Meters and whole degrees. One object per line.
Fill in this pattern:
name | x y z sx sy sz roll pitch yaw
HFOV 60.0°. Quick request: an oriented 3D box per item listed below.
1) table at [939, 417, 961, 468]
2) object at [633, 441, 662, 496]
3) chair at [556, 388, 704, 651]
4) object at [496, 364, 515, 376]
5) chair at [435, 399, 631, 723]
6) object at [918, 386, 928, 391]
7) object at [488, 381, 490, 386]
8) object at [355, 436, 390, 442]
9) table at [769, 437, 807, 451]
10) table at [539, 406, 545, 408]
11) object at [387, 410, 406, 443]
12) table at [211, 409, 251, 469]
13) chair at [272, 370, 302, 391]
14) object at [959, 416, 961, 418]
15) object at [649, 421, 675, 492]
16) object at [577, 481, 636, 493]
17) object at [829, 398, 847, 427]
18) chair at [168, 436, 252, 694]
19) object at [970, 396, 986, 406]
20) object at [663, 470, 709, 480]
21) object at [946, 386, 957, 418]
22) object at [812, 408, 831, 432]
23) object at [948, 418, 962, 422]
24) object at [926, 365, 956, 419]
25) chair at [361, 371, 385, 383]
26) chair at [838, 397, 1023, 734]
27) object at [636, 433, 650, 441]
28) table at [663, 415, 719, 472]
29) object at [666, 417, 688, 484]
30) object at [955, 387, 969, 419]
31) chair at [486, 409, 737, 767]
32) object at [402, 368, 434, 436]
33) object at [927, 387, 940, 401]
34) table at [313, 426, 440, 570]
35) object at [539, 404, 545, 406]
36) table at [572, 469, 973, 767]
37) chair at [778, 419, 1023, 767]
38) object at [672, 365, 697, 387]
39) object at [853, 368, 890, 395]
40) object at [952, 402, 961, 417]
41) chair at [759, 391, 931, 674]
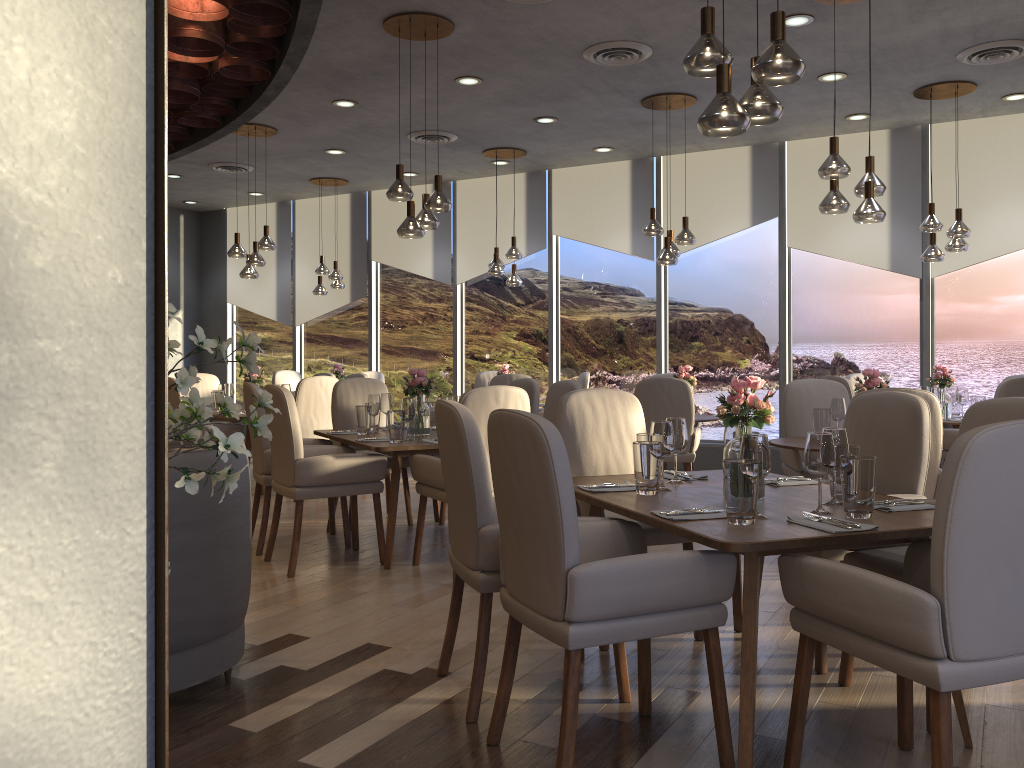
table | 3.320 0.598 6.820 0.834 0.662 0.834 0 1 16
object | 0.468 0.291 3.059 0.102 0.178 0.102 0 0 19
chair | 0.472 0.526 3.781 0.528 1.000 0.600 0 0 -17
object | -0.067 0.009 8.867 0.198 0.416 0.210 0 0 27
chair | 0.043 0.548 3.049 0.600 1.000 0.528 0 0 -17
object | 3.228 0.141 6.962 0.092 0.244 0.092 0 0 10
object | -0.201 0.097 8.781 0.092 0.244 0.092 0 0 -26
object | -0.763 0.315 5.091 0.255 0.019 0.157 -1 2 -26
table | 1.856 0.657 4.903 0.834 0.662 0.834 0 1 4
table | -0.072 0.547 8.859 0.834 0.662 0.834 0 1 28
object | -0.648 0.238 4.971 0.102 0.178 0.102 0 0 30
table | -2.317 0.577 7.967 0.965 0.666 1.307 -1 2 -44
chair | -2.575 0.333 10.700 0.600 1.000 0.528 0 0 43
object | 3.596 0.255 6.881 0.255 0.019 0.157 -1 2 -16
object | 0.532 0.255 3.147 0.092 0.244 0.092 0 0 25
object | 0.374 0.367 3.196 0.255 0.019 0.157 -1 2 -17
object | 1.849 0.201 5.029 0.092 0.244 0.092 0 0 23
chair | -1.237 0.629 3.146 0.595 0.837 0.774 -1 1 -41
object | 3.487 0.183 6.632 0.102 0.178 0.102 0 0 -35
object | 0.668 0.358 3.486 0.157 0.019 0.255 -1 2 -16
object | 3.438 0.141 6.934 0.092 0.244 0.092 0 0 32
object | 1.789 0.231 5.120 0.102 0.178 0.102 0 0 10
object | 3.341 0.265 6.553 0.157 0.019 0.255 0 2 -11
object | 3.320 0.059 6.841 0.198 0.416 0.210 0 0 -23
chair | -1.743 0.354 9.890 0.600 1.000 0.528 0 0 43
chair | 1.481 0.547 2.959 0.600 1.000 0.528 0 0 -17
object | 0.528 0.281 3.395 0.102 0.178 0.102 0 0 10
table | 1.238 0.596 7.085 0.834 0.662 0.834 0 1 -11
object | 0.615 0.250 3.329 0.092 0.244 0.092 0 0 32
object | 3.406 0.148 6.706 0.092 0.244 0.092 0 0 -31
chair | 0.252 0.563 2.520 0.600 1.000 0.528 0 0 -25
object | -0.580 0.108 5.476 0.210 0.416 0.198 0 0 -13
object | 3.199 0.148 6.733 0.092 0.244 0.092 0 0 11
table | -0.594 0.645 5.469 0.965 0.666 1.307 -1 1 -27
object | 0.209 0.206 8.873 0.255 0.019 0.157 0 2 -2
table | 0.775 0.714 2.997 0.964 0.666 1.307 -1 1 -20
chair | 1.057 0.570 2.233 0.528 1.000 0.600 0 0 -23
object | 1.375 0.058 7.056 0.210 0.416 0.198 0 0 2
object | 2.005 0.118 4.937 0.210 0.416 0.198 0 0 -13
object | 3.504 0.171 7.020 0.102 0.178 0.102 0 0 40
chair | 1.293 0.532 3.493 0.600 1.000 0.528 0 0 -23
